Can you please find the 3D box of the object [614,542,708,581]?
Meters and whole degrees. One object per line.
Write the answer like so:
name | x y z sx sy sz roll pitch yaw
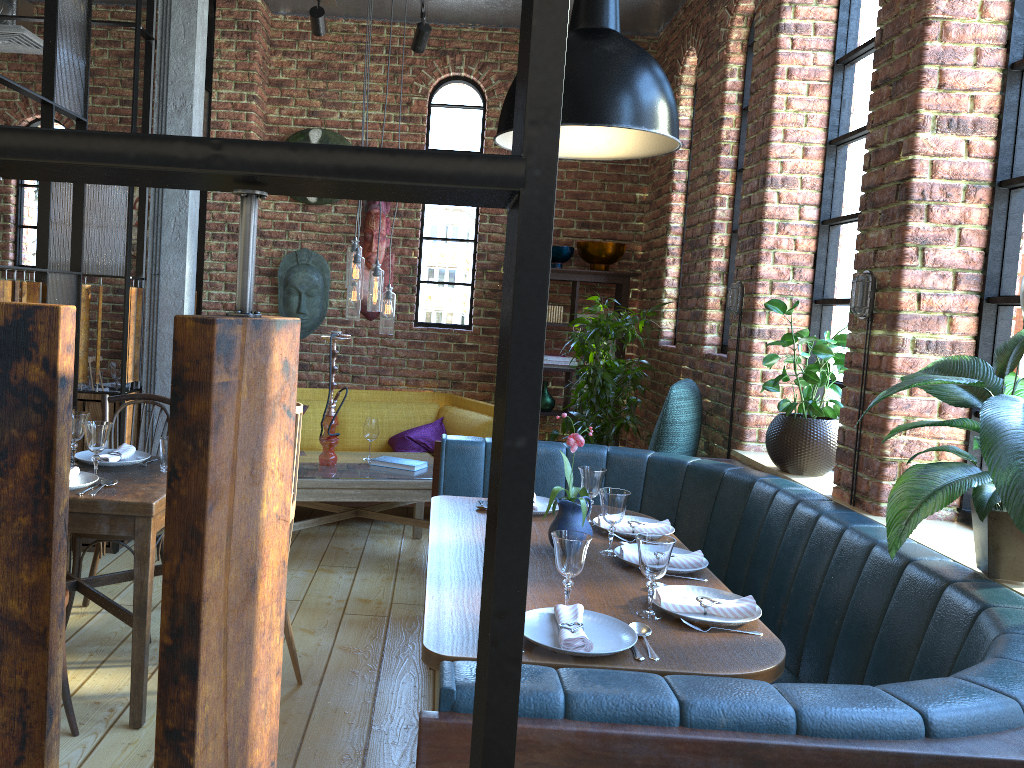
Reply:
object | 0.436 0.504 2.607 0.271 0.051 0.324 4 5 1

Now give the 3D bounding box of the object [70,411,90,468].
object | -1.562 0.199 3.145 0.095 0.191 0.102 2 4 -27

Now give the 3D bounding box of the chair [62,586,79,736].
chair | -1.546 0.615 2.523 0.452 0.919 0.533 5 4 19

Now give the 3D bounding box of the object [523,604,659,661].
object | 0.158 0.542 1.953 0.326 0.051 0.268 4 5 2

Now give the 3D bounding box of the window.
window | 0.419 -0.919 3.728 3.284 2.426 8.936 0 6 -37

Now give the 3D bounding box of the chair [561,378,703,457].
chair | 0.380 0.487 4.394 1.068 1.096 0.781 5 4 22

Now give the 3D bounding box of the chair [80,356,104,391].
chair | -2.394 0.331 4.820 0.524 1.004 0.462 3 4 -15

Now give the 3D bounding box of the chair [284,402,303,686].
chair | -0.982 0.560 3.140 0.433 1.004 0.558 1 5 -31

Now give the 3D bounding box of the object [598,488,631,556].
object | 0.303 0.419 2.668 0.102 0.191 0.094 6 4 27

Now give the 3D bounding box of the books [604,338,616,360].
books | 0.649 -0.218 5.996 0.079 0.257 0.178 4 4 -4

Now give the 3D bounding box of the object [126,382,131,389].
object | -2.367 -0.011 5.450 0.088 0.119 0.081 6 5 29

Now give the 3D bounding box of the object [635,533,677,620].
object | 0.341 0.467 2.135 0.102 0.191 0.094 6 4 27

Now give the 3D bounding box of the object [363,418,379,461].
object | -0.780 0.303 4.859 0.095 0.228 0.087 7 5 36

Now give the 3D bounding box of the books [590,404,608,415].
books | 0.361 0.208 6.025 0.586 0.574 0.191 4 4 -1

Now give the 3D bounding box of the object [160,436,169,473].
object | -1.222 0.254 3.161 0.083 0.119 0.086 3 4 -12

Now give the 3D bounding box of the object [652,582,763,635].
object | 0.477 0.540 2.206 0.271 0.051 0.324 4 5 1

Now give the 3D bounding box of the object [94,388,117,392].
object | -2.411 0.048 5.140 0.326 0.051 0.268 4 5 2

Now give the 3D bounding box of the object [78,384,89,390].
object | -2.715 0.013 5.337 0.271 0.051 0.324 4 5 1

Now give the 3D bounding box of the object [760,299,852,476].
object | 1.148 0.015 3.378 0.399 0.662 0.495 5 4 21

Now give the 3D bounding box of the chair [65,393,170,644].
chair | -1.586 0.520 3.618 0.401 0.914 0.528 3 4 -8

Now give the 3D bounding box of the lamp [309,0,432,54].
lamp | -3.346 -2.085 2.438 6.258 0.273 7.250 3 5 -2

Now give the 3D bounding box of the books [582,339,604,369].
books | 0.547 -0.225 6.007 0.124 0.258 0.163 4 4 -3

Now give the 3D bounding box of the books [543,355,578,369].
books | 0.305 -0.150 5.997 0.269 0.080 0.179 3 5 -1

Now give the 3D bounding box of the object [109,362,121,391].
object | -2.365 -0.032 5.274 0.101 0.191 0.095 5 4 18

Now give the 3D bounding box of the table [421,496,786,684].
table | 0.141 0.843 2.601 0.821 0.660 1.545 3 5 -4

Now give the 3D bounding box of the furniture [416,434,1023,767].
furniture | 0.419 0.780 2.584 1.362 0.821 2.622 3 5 -4

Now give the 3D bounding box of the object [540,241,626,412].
object | 0.403 -0.080 5.985 0.604 1.759 0.330 3 4 -6

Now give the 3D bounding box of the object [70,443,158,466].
object | -1.501 0.262 3.274 0.326 0.051 0.268 4 5 2

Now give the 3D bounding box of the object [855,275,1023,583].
object | 1.165 0.072 2.115 0.606 0.750 0.736 3 4 -4

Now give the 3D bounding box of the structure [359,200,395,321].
structure | -0.956 -1.011 6.166 0.238 1.145 0.216 7 5 43

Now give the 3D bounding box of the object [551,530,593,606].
object | 0.137 0.456 2.110 0.102 0.191 0.094 6 4 27

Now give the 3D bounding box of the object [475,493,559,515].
object | 0.031 0.428 3.209 0.326 0.051 0.268 4 5 2

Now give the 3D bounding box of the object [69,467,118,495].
object | -1.454 0.303 2.829 0.326 0.051 0.268 4 5 2

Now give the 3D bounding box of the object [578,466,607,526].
object | 0.270 0.386 3.036 0.102 0.191 0.094 6 4 27

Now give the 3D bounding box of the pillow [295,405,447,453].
pillow | -1.136 0.249 5.705 1.467 0.453 0.408 3 4 -12

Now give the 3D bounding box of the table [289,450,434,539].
table | -0.830 0.680 4.737 0.913 0.507 0.770 2 5 -17

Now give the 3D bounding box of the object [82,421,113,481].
object | -1.392 0.225 2.952 0.094 0.191 0.103 0 6 -45

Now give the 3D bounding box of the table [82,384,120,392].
table | -2.517 0.411 5.395 0.750 0.726 0.753 4 4 -2

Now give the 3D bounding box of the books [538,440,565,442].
books | 0.332 0.450 6.015 0.304 0.088 0.244 4 5 1

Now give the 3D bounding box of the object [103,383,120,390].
object | -2.495 0.004 5.602 0.326 0.051 0.268 4 5 2

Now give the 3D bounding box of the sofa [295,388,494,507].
sofa | -1.131 0.452 5.683 1.944 0.762 0.811 2 5 -16

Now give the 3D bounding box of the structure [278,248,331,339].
structure | -1.459 -0.628 6.144 0.368 0.639 0.104 4 4 1

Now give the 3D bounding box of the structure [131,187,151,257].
structure | -2.651 -1.253 6.132 0.589 0.726 0.127 4 4 0

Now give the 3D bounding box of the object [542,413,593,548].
object | 0.185 0.295 2.645 0.140 0.431 0.212 5 4 16

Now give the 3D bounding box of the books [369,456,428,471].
books | -0.607 0.425 4.728 0.282 0.028 0.155 6 5 23

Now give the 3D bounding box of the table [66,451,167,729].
table | -1.521 0.667 3.092 0.750 0.726 0.753 4 4 -2

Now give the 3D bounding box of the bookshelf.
bookshelf | 0.375 0.063 6.009 0.817 1.665 0.317 4 4 0

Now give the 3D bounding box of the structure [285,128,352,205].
structure | -1.355 -1.502 6.089 0.531 0.520 0.147 4 4 0

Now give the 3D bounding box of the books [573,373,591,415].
books | 0.484 0.065 6.015 0.085 0.272 0.173 4 4 -4

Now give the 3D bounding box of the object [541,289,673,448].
object | 0.514 0.217 5.154 0.702 1.526 0.889 2 4 -24

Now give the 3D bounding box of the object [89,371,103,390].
object | -2.543 -0.016 5.382 0.088 0.119 0.081 6 5 29

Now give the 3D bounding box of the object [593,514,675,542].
object | 0.407 0.470 2.977 0.271 0.051 0.324 4 5 1

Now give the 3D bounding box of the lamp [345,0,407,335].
lamp | -0.831 -1.337 4.667 0.521 2.117 0.279 5 4 24

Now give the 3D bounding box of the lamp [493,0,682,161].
lamp | 0.257 -1.341 2.470 0.543 1.324 0.516 5 4 15

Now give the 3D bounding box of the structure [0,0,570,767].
structure | -3.822 -0.704 2.244 5.873 3.322 6.015 2 5 -18

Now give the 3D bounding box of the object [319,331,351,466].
object | -0.936 0.079 4.578 0.166 0.703 0.265 3 4 -12
